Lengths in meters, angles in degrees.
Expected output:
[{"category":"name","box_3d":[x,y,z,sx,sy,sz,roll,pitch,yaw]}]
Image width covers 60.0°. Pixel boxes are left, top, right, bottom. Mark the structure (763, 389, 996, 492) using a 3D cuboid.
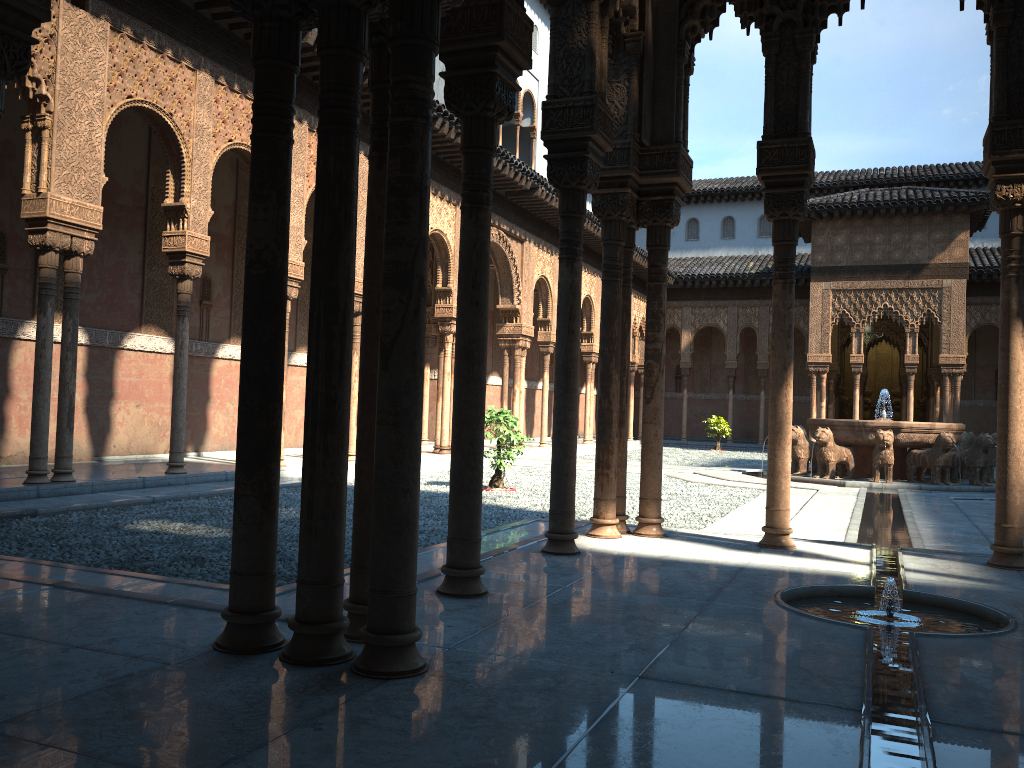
[{"category":"structure","box_3d":[7.488,1.090,17.903,4.508,1.991,4.508,1,-2,23]}]
